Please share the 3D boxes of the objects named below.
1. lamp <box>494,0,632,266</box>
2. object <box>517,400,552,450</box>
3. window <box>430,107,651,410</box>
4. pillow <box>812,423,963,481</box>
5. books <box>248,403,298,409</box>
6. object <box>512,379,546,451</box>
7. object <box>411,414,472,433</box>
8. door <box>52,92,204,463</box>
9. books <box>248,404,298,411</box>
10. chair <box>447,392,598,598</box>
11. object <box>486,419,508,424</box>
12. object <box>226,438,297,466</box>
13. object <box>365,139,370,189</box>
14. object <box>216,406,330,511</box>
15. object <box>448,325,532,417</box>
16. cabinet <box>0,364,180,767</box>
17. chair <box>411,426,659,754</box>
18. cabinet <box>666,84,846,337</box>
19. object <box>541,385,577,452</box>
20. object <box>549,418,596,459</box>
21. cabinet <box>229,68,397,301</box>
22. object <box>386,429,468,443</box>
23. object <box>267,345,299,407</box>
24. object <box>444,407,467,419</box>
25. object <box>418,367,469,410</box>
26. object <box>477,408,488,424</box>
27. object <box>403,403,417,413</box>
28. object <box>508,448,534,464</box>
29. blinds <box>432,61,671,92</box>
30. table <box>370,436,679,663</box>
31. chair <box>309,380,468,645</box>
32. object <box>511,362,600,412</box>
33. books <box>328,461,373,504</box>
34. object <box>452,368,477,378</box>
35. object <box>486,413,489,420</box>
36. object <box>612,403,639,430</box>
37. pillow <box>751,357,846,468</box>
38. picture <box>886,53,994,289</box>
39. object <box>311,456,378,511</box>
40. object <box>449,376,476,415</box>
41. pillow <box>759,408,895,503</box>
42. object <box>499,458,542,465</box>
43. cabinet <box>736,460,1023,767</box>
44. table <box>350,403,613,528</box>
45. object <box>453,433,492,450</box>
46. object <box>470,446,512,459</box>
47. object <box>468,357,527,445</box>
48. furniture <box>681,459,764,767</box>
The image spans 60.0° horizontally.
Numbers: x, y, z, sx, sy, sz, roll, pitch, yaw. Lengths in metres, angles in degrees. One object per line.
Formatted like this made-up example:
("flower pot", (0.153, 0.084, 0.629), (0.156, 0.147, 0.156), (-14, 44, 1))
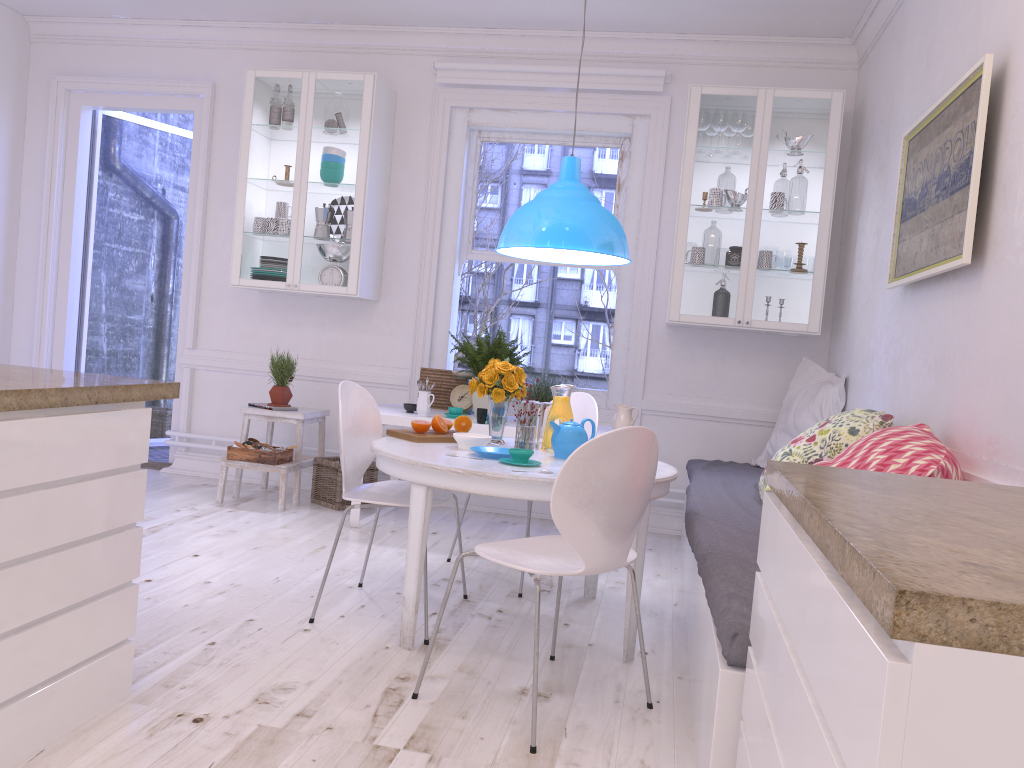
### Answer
("lamp", (0.296, -1.490, 3.610), (0.568, 1.948, 0.568), (7, 3, 44))
("object", (0.087, 0.163, 3.538), (0.101, 0.186, 0.122), (7, 3, 40))
("window", (0.165, -0.783, 5.554), (1.234, 1.782, 0.181), (6, 2, 10))
("pillow", (1.111, 0.327, 2.758), (0.491, 0.424, 0.587), (6, 2, 13))
("books", (-1.419, 0.130, 5.272), (0.246, 0.007, 0.180), (7, 3, 40))
("object", (0.062, 0.119, 3.319), (0.128, 0.287, 0.128), (6, 2, 12))
("object", (-0.299, 0.159, 3.589), (0.285, 0.075, 0.129), (3, 3, -44))
("door", (-2.515, -0.713, 6.467), (1.009, 2.474, 1.021), (6, 2, 10))
("books", (-1.420, 0.138, 5.272), (0.246, 0.011, 0.180), (7, 3, 40))
("chair", (0.097, 0.446, 4.016), (0.483, 0.845, 0.604), (3, 3, -35))
("object", (-0.084, 0.197, 4.581), (0.121, 0.021, 0.121), (3, 3, -40))
("object", (-1.413, 0.382, 5.034), (0.358, 0.110, 0.211), (6, 2, 12))
("object", (-1.218, -1.209, 5.465), (0.811, 0.651, 0.376), (6, 2, 10))
("object", (-1.396, 0.416, 5.243), (0.418, 0.534, 0.599), (6, 2, 10))
("object", (-0.137, -0.078, 4.965), (0.438, 0.527, 0.368), (6, 2, 10))
("cabinet", (-1.390, 0.399, 1.987), (0.654, 0.842, 1.167), (6, 2, 10))
("chair", (0.129, 0.510, 2.562), (0.604, 0.845, 0.483), (3, 3, -45))
("cabinet", (1.348, -0.959, 4.997), (0.823, 1.311, 0.425), (6, 2, 10))
("object", (0.190, 0.134, 3.493), (0.094, 0.267, 0.116), (7, 3, 37))
("object", (0.224, 0.202, 3.320), (0.156, 0.151, 0.150), (6, 2, 13))
("cabinet", (-1.221, -1.208, 5.444), (0.823, 1.311, 0.425), (6, 2, 10))
("object", (-0.299, 0.209, 3.566), (0.347, 0.024, 0.224), (3, 3, -40))
("object", (-1.353, -0.052, 5.245), (0.186, 0.367, 0.196), (3, 3, -35))
("object", (-0.302, 0.154, 4.728), (0.121, 0.055, 0.121), (3, 3, -40))
("object", (-0.406, 0.033, 5.241), (0.294, 0.237, 0.028), (6, 2, 10))
("object", (-0.159, 0.164, 4.529), (0.055, 0.077, 0.070), (7, 3, 35))
("object", (-0.550, 0.132, 4.804), (0.079, 0.048, 0.082), (4, 3, -30))
("object", (0.030, 0.247, 3.021), (0.088, 0.043, 0.088), (6, 3, 17))
("blinds", (0.217, -1.843, 5.327), (1.451, 0.131, 0.136), (6, 2, 10))
("table", (0.017, 0.576, 3.326), (1.140, 0.629, 1.140), (7, 3, 39))
("chair", (-0.428, 0.429, 3.304), (0.483, 0.845, 0.604), (6, 2, 10))
("object", (0.188, 0.056, 4.814), (0.668, 0.367, 0.531), (7, 3, 34))
("books", (-0.982, 0.552, 5.275), (0.221, 0.306, 0.205), (7, 3, 43))
("object", (-0.264, -0.062, 5.116), (0.163, 0.047, 0.164), (4, 3, -31))
("object", (-0.097, 0.170, 4.579), (0.069, 0.058, 0.080), (4, 3, -17))
("object", (0.605, 0.185, 4.775), (0.127, 0.152, 0.115), (5, 2, -8))
("pillow", (1.600, 0.174, 4.817), (0.374, 0.642, 0.677), (4, 3, -20))
("picture", (1.484, -0.688, 3.139), (0.020, 0.629, 0.971), (6, 2, 10))
("object", (-0.994, 0.584, 5.267), (0.276, 0.270, 0.276), (7, 3, 43))
("object", (-0.273, 0.065, 5.110), (0.159, 0.208, 0.185), (6, 2, 10))
("pillow", (1.233, 0.305, 3.431), (0.509, 0.447, 0.592), (6, 2, 15))
("object", (0.028, 0.267, 3.022), (0.147, 0.011, 0.147), (6, 2, 12))
("cabinet", (0.712, 0.618, 1.255), (0.654, 0.842, 1.036), (6, 2, 10))
("table", (-0.101, 0.506, 4.849), (1.514, 0.619, 0.736), (6, 2, 10))
("object", (-0.151, 0.218, 3.334), (0.147, 0.052, 0.147), (3, 3, -38))
("object", (-0.054, 0.248, 3.165), (0.196, 0.023, 0.196), (5, 2, -3))
("object", (-0.053, 0.067, 3.569), (0.234, 0.351, 0.235), (4, 3, -25))
("furniture", (1.041, 0.723, 3.443), (0.769, 0.508, 3.296), (6, 2, 10))
